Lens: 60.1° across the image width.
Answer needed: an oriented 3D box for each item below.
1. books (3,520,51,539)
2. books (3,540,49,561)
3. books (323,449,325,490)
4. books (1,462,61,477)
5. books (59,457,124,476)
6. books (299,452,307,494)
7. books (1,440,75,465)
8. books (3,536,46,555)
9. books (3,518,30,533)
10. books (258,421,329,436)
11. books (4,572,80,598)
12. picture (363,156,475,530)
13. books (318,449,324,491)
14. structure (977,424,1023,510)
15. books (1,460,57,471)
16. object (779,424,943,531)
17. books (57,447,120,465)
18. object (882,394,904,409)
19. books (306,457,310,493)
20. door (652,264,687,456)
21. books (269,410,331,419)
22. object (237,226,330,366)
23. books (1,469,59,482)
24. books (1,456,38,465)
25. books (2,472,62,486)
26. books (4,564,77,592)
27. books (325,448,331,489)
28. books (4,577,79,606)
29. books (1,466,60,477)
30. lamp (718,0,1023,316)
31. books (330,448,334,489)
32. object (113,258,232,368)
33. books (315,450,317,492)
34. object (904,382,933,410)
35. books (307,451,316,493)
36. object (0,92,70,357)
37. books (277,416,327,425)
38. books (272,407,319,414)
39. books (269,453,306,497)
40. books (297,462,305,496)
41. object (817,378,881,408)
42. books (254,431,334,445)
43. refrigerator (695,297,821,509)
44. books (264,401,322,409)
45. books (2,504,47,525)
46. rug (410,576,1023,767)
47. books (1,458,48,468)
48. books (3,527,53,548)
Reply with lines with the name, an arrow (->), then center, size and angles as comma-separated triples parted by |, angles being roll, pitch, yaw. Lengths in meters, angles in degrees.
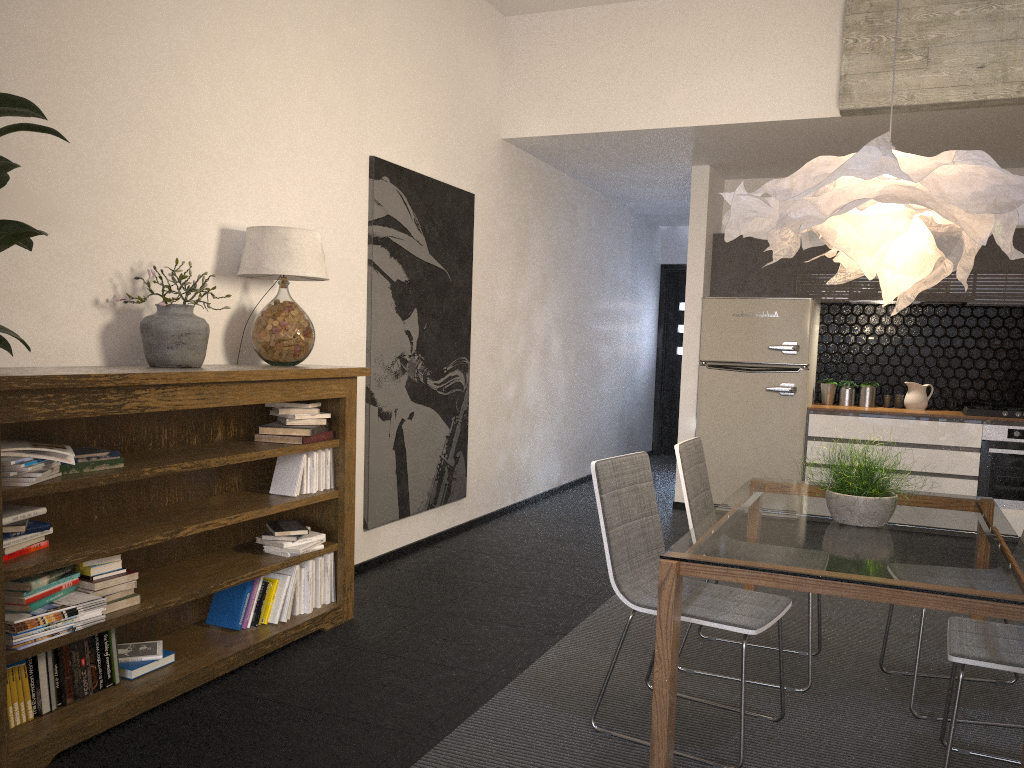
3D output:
books -> -1.557, 0.443, 2.684 | 0.162, 0.023, 0.231 | 3, 3, 24
books -> -1.562, 0.506, 2.706 | 0.158, 0.022, 0.223 | 2, 3, 8
books -> -0.910, 0.380, 4.023 | 0.136, 0.189, 0.018 | 4, 6, 23
books -> -1.537, 0.246, 2.684 | 0.252, 0.011, 0.317 | 2, 3, 5
books -> -1.433, 0.262, 2.896 | 0.179, 0.034, 0.242 | 3, 3, 26
books -> -0.965, 0.384, 3.897 | 0.136, 0.189, 0.018 | 4, 6, 23
books -> -1.526, 0.198, 2.750 | 0.273, 0.109, 0.321 | 0, 4, -32
books -> -1.556, 0.484, 2.702 | 0.155, 0.022, 0.204 | 2, 3, 3
books -> -1.553, 0.420, 2.688 | 0.147, 0.023, 0.220 | 1, 3, -26
books -> 1.431, -3.117, 4.655 | 5.392, 6.744, 0.358 | 0, 6, -26
books -> -1.531, 0.623, 2.790 | 0.192, 0.014, 0.254 | 2, 3, 11
picture -> -0.537, -0.222, 5.386 | 0.033, 2.038, 1.228 | 4, 6, 23
books -> -0.909, 0.382, 3.984 | 0.135, 0.190, 0.015 | 4, 6, 23
structure -> 3.717, 0.588, 6.454 | 0.587, 0.591, 0.582 | 4, 5, 23
books -> -1.533, 0.235, 2.698 | 0.252, 0.011, 0.317 | 2, 3, -5
object -> 1.223, 0.320, 3.129 | 0.531, 0.369, 0.665 | 3, 4, 18
books -> -1.430, 0.234, 2.883 | 0.166, 0.024, 0.227 | 3, 3, 27
object -> 3.020, 0.136, 7.024 | 0.160, 0.111, 0.077 | 4, 5, 28
books -> -0.943, 0.399, 3.910 | 0.120, 0.160, 0.016 | 4, 6, 23
door -> 2.270, -0.254, 10.523 | 1.106, 2.327, 0.159 | 4, 6, 23
books -> -0.947, 0.134, 3.948 | 0.174, 0.019, 0.243 | -1, 4, -42
object -> -0.993, -0.371, 3.849 | 0.389, 0.585, 0.387 | 1, 5, -8
books -> -1.528, 0.267, 2.711 | 0.252, 0.011, 0.317 | 2, 3, -7
books -> -1.550, 0.214, 2.675 | 0.252, 0.011, 0.317 | 2, 3, 0
books -> -1.526, 0.278, 2.702 | 0.252, 0.011, 0.317 | 2, 3, -3
books -> -1.531, 0.602, 2.787 | 0.193, 0.028, 0.244 | 2, 3, 3
books -> -0.889, 0.380, 4.035 | 0.136, 0.189, 0.018 | 4, 6, 23
books -> -1.518, 0.643, 2.780 | 0.175, 0.024, 0.248 | 2, 3, 9
books -> -1.529, 0.255, 2.728 | 0.252, 0.011, 0.317 | 1, 3, -10
lamp -> 1.344, -2.844, 2.796 | 1.115, 5.240, 1.059 | 6, 7, 34
books -> -0.877, 0.379, 4.056 | 0.135, 0.190, 0.031 | 4, 6, 23
object -> -1.264, -0.268, 3.301 | 0.385, 0.414, 0.274 | 2, 5, 1
books -> -0.928, 0.383, 3.940 | 0.135, 0.190, 0.015 | 4, 6, 23
object -> 3.170, 0.095, 6.918 | 0.189, 0.216, 0.171 | 5, 6, 37
books -> -0.928, 0.384, 3.921 | 0.136, 0.189, 0.018 | 4, 6, 23
object -> -1.553, -0.426, 1.787 | 0.907, 3.216, 2.002 | 2, 5, 1
books -> -0.940, 0.159, 3.950 | 0.179, 0.029, 0.224 | 1, 3, -25
books -> -0.964, 0.112, 3.934 | 0.175, 0.024, 0.242 | 1, 3, -22
books -> -0.972, 0.389, 3.839 | 0.135, 0.183, 0.077 | 4, 6, 23
books -> -0.966, 0.401, 3.858 | 0.120, 0.158, 0.056 | 4, 6, 23
object -> 2.699, 0.066, 7.115 | 0.481, 0.222, 0.172 | 3, 5, 20
books -> -0.955, 0.230, 3.895 | 0.230, 0.034, 0.285 | 3, 3, 16
refrigerator -> 1.961, 0.183, 7.131 | 0.828, 1.720, 0.766 | 4, 6, 23
books -> -0.971, 0.089, 3.934 | 0.205, 0.022, 0.154 | 2, 3, 8
books -> -1.553, 0.399, 2.693 | 0.155, 0.021, 0.204 | 2, 3, 8
rug -> 1.201, 1.198, 3.209 | 2.367, 0.006, 3.675 | 3, 3, 23
books -> -1.545, 0.225, 2.683 | 0.252, 0.011, 0.317 | 2, 3, -5
books -> -1.556, 0.464, 2.694 | 0.174, 0.019, 0.243 | 2, 3, 8
